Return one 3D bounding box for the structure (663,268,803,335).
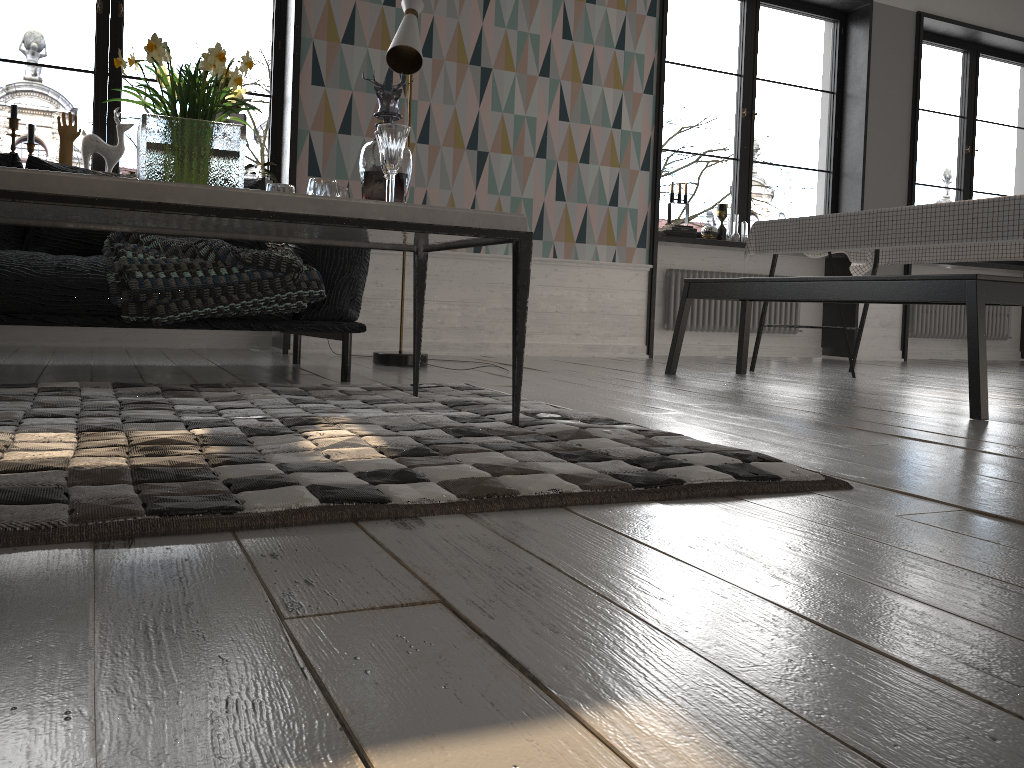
[{"bbox_3d":[1.586,-0.577,6.290,1.222,0.427,0.149,0,2,-27],"label":"structure"}]

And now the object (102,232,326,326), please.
[{"bbox_3d":[-1.052,-0.382,3.085,0.666,0.328,0.492,0,5,-30],"label":"object"}]

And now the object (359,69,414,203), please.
[{"bbox_3d":[-0.350,-0.655,2.475,0.148,0.416,0.156,2,2,-6],"label":"object"}]

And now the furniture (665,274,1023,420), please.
[{"bbox_3d":[1.307,-0.196,3.578,0.465,0.454,1.676,1,5,-26],"label":"furniture"}]

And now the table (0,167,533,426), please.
[{"bbox_3d":[-0.773,-0.167,2.042,1.455,0.510,0.735,0,4,-26],"label":"table"}]

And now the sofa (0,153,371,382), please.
[{"bbox_3d":[-1.723,-0.433,3.087,2.339,0.796,0.973,0,4,-26],"label":"sofa"}]

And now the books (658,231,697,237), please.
[{"bbox_3d":[1.065,-0.993,5.880,0.271,0.019,0.184,0,6,-26],"label":"books"}]

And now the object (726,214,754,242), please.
[{"bbox_3d":[1.598,-1.069,6.126,0.268,0.192,0.153,1,3,-26],"label":"object"}]

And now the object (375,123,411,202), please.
[{"bbox_3d":[-0.311,-0.537,2.265,0.082,0.226,0.168,2,3,-14],"label":"object"}]

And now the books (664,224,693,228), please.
[{"bbox_3d":[1.106,-1.042,5.881,0.153,0.017,0.124,0,5,-24],"label":"books"}]

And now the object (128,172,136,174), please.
[{"bbox_3d":[-1.907,-1.013,4.440,0.123,0.099,0.123,2,3,-3],"label":"object"}]

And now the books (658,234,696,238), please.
[{"bbox_3d":[1.066,-0.978,5.873,0.267,0.011,0.162,0,5,-23],"label":"books"}]

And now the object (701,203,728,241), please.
[{"bbox_3d":[1.381,-1.100,6.009,0.194,0.256,0.115,2,2,-16],"label":"object"}]

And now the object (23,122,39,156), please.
[{"bbox_3d":[-2.334,-1.118,4.290,0.076,0.300,0.076,2,1,5],"label":"object"}]

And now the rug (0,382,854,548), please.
[{"bbox_3d":[-0.918,0.088,1.807,2.525,0.034,1.777,0,6,-25],"label":"rug"}]

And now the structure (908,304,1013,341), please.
[{"bbox_3d":[3.701,-0.582,7.300,1.222,0.427,0.149,0,2,-27],"label":"structure"}]

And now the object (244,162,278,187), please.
[{"bbox_3d":[-1.320,-1.062,4.637,0.170,0.203,0.247,1,4,-23],"label":"object"}]

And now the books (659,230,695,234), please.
[{"bbox_3d":[1.075,-1.007,5.879,0.216,0.011,0.175,0,5,-20],"label":"books"}]

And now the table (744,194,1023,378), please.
[{"bbox_3d":[2.012,-0.365,3.942,0.931,0.782,2.033,1,5,-26],"label":"table"}]

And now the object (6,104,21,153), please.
[{"bbox_3d":[-2.375,-1.150,4.213,0.123,0.375,0.123,2,2,-21],"label":"object"}]

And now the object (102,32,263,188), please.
[{"bbox_3d":[-0.761,-0.601,2.058,0.351,0.350,0.326,1,3,-23],"label":"object"}]

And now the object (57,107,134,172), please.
[{"bbox_3d":[-1.915,-1.164,4.440,0.662,0.409,0.135,0,2,-24],"label":"object"}]

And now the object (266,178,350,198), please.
[{"bbox_3d":[-0.490,-0.478,2.335,0.280,0.087,0.246,7,6,42],"label":"object"}]

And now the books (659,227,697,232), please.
[{"bbox_3d":[1.100,-1.023,5.883,0.198,0.022,0.163,0,5,-25],"label":"books"}]

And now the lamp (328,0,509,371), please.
[{"bbox_3d":[-0.454,-0.961,4.384,0.679,1.699,1.250,1,3,-27],"label":"lamp"}]

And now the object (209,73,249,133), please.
[{"bbox_3d":[-1.477,-1.296,4.581,0.229,0.669,0.235,3,2,35],"label":"object"}]
